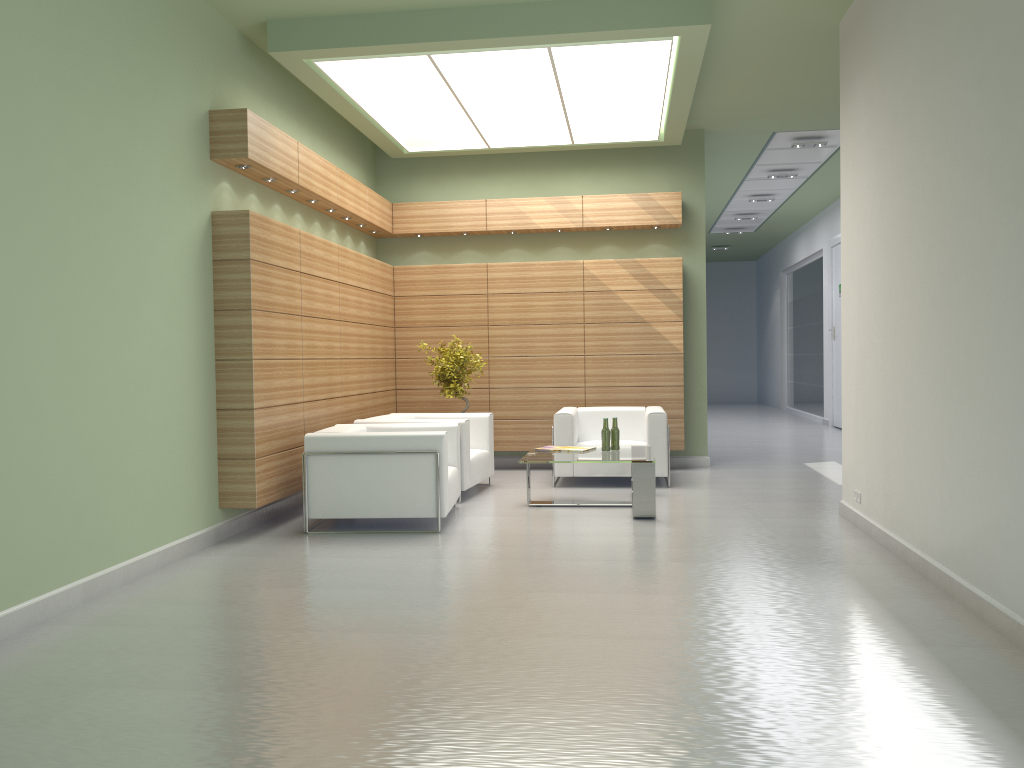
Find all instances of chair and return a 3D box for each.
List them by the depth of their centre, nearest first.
[{"bbox_3d":[-1.638,1.190,11.762,1.802,1.234,1.894,-1,2,2],"label":"chair"},{"bbox_3d":[-1.322,1.121,14.064,1.769,1.234,1.894,-1,2,12],"label":"chair"},{"bbox_3d":[1.694,1.042,15.124,1.894,1.234,1.802,-1,2,7],"label":"chair"}]

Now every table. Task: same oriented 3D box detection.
[{"bbox_3d":[1.111,1.341,12.619,1.783,0.742,2.197,-1,2,7],"label":"table"}]

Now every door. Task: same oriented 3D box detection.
[{"bbox_3d":[8.998,-1.316,24.270,0.250,5.083,2.089,-1,2,7],"label":"door"}]

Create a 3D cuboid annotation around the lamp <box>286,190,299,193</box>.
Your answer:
[{"bbox_3d":[-3.075,-2.727,12.434,0.181,0.074,0.181,-1,2,-9],"label":"lamp"}]

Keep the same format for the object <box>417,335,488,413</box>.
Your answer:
[{"bbox_3d":[-1.081,0.398,15.660,1.201,2.565,1.116,-2,2,-24],"label":"object"}]

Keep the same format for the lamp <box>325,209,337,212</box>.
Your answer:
[{"bbox_3d":[-2.867,-2.775,14.036,0.181,0.074,0.181,-1,2,-9],"label":"lamp"}]

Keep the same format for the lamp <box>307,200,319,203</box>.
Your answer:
[{"bbox_3d":[-2.972,-2.751,13.229,0.181,0.074,0.181,-2,2,-21],"label":"lamp"}]

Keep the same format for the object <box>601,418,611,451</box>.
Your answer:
[{"bbox_3d":[1.345,0.725,12.701,0.131,0.475,0.131,-2,2,-28],"label":"object"}]

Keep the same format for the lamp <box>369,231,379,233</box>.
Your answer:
[{"bbox_3d":[-2.555,-2.847,16.442,0.181,0.074,0.181,-1,2,-9],"label":"lamp"}]

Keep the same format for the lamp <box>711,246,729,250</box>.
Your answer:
[{"bbox_3d":[8.067,-5.299,34.334,0.657,0.159,0.286,-1,2,7],"label":"lamp"}]

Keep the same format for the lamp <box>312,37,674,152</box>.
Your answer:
[{"bbox_3d":[0.022,-4.397,13.578,4.571,0.325,5.060,-1,2,7],"label":"lamp"}]

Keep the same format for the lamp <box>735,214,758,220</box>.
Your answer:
[{"bbox_3d":[7.101,-5.076,26.888,0.657,0.159,0.286,-1,2,7],"label":"lamp"}]

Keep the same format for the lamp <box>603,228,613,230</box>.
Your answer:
[{"bbox_3d":[1.787,-2.921,16.549,0.181,0.074,0.181,-2,2,-32],"label":"lamp"}]

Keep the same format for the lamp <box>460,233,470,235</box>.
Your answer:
[{"bbox_3d":[-0.894,-2.887,16.898,0.181,0.074,0.181,-1,2,2],"label":"lamp"}]

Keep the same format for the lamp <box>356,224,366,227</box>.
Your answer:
[{"bbox_3d":[-2.659,-2.823,15.641,0.181,0.074,0.181,-2,2,-21],"label":"lamp"}]

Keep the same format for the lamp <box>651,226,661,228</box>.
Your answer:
[{"bbox_3d":[2.665,-2.932,16.435,0.181,0.074,0.181,-1,2,2],"label":"lamp"}]

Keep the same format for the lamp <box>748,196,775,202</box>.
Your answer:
[{"bbox_3d":[6.697,-4.982,23.782,0.657,0.159,0.286,-1,2,7],"label":"lamp"}]

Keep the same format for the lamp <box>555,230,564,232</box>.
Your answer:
[{"bbox_3d":[0.891,-2.910,16.666,0.181,0.074,0.181,-1,2,2],"label":"lamp"}]

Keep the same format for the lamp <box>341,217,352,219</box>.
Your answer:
[{"bbox_3d":[-2.764,-2.799,14.828,0.181,0.074,0.181,-1,2,-9],"label":"lamp"}]

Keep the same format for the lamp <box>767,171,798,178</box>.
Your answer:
[{"bbox_3d":[6.287,-4.888,20.621,0.657,0.159,0.286,-1,2,7],"label":"lamp"}]

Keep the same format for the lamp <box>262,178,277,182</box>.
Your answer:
[{"bbox_3d":[-3.180,-2.703,11.629,0.181,0.074,0.181,-1,2,-9],"label":"lamp"}]

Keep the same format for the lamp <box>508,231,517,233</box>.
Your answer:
[{"bbox_3d":[0.008,-2.899,16.781,0.181,0.074,0.181,-2,2,-32],"label":"lamp"}]

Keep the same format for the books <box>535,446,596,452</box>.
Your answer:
[{"bbox_3d":[0.786,0.950,13.004,0.762,0.025,0.508,0,2,27],"label":"books"}]

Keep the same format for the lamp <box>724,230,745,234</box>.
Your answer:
[{"bbox_3d":[7.493,-5.166,29.909,0.657,0.159,0.286,-1,2,7],"label":"lamp"}]

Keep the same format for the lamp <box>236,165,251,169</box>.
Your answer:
[{"bbox_3d":[-3.282,-2.679,10.839,0.181,0.074,0.181,-2,2,-21],"label":"lamp"}]

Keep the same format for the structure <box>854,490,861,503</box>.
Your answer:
[{"bbox_3d":[4.197,1.361,10.770,0.017,0.118,0.262,-1,2,7],"label":"structure"}]

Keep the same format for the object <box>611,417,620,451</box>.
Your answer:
[{"bbox_3d":[1.489,0.719,12.805,0.131,0.475,0.131,-2,2,-28],"label":"object"}]

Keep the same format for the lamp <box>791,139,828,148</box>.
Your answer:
[{"bbox_3d":[5.895,-4.797,17.596,0.657,0.159,0.286,-1,2,7],"label":"lamp"}]
